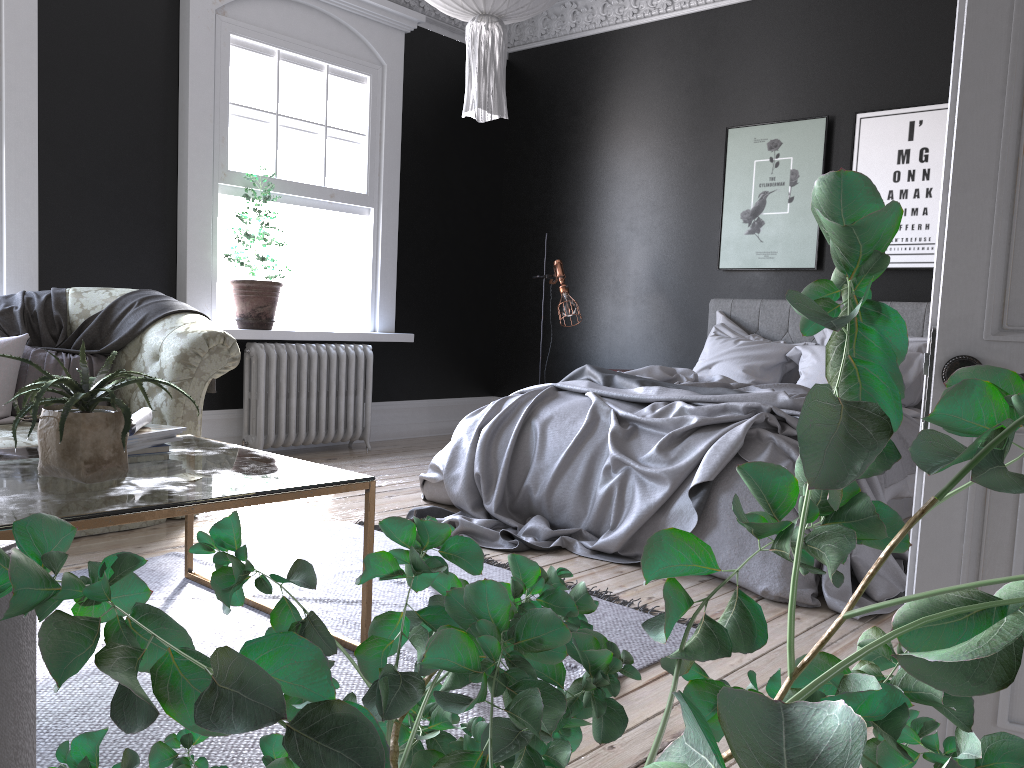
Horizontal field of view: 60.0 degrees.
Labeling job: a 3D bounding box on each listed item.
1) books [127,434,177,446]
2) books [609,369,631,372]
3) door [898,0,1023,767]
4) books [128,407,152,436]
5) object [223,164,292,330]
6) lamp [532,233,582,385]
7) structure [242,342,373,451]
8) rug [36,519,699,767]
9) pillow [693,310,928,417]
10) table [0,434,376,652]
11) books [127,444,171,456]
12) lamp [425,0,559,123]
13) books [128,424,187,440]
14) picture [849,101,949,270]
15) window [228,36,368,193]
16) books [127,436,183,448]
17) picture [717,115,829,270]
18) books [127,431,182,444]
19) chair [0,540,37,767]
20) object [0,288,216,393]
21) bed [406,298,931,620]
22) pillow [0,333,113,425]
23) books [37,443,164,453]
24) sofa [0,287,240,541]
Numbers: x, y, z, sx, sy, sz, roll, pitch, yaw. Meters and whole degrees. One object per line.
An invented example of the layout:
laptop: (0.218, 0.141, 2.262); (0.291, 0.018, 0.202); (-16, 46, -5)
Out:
books: (-1.300, 0.174, 2.891); (0.252, 0.011, 0.318); (4, 4, 13)
books: (0.894, -0.079, 6.801); (0.275, 0.045, 0.345); (1, 4, -19)
door: (1.347, -0.187, 1.565); (1.097, 2.378, 0.216); (5, 6, 28)
books: (-1.321, 0.142, 2.837); (0.273, 0.109, 0.321); (2, 4, -14)
object: (-1.785, -0.950, 6.216); (0.474, 1.136, 0.504); (2, 5, -9)
lamp: (0.202, -0.369, 7.600); (0.437, 1.782, 1.715); (2, 5, -11)
structure: (-1.497, 0.120, 6.600); (0.276, 0.850, 1.140); (7, 6, 41)
rug: (-1.180, 0.808, 2.493); (2.103, 0.050, 3.643); (6, 5, 42)
pillow: (1.901, -0.121, 6.015); (1.828, 0.761, 0.680); (6, 6, 41)
table: (-1.312, 0.532, 2.532); (1.091, 0.559, 1.448); (6, 6, 41)
books: (-1.274, 0.211, 2.923); (0.162, 0.023, 0.231); (6, 5, 42)
lamp: (-0.071, -2.076, 3.453); (0.784, 2.052, 0.781); (2, 5, -5)
books: (-1.276, 0.153, 2.904); (0.252, 0.011, 0.318); (4, 4, 18)
picture: (2.632, -1.305, 5.903); (0.791, 1.080, 0.014); (7, 7, 41)
window: (-1.569, -1.910, 6.550); (0.056, 1.019, 1.262); (7, 6, 41)
books: (-1.291, 0.184, 2.906); (0.252, 0.011, 0.318); (4, 4, 23)
picture: (1.905, -1.384, 6.538); (0.791, 1.080, 0.014); (7, 7, 41)
books: (-1.283, 0.164, 2.899); (0.252, 0.011, 0.318); (4, 4, 13)
chair: (-0.877, 0.546, 0.580); (0.819, 0.864, 0.769); (2, 5, -8)
object: (-2.293, -0.233, 4.794); (1.367, 0.586, 0.516); (3, 5, 0)
bed: (1.115, 0.085, 5.236); (2.763, 1.300, 3.280); (5, 5, 30)
pillow: (-2.482, -0.033, 4.379); (0.963, 0.462, 0.404); (-1, 6, -41)
books: (-1.313, 0.197, 2.868); (0.252, 0.011, 0.318); (3, 4, 8)
sofa: (-2.865, 0.083, 4.031); (1.604, 1.163, 2.811); (7, 6, 42)
